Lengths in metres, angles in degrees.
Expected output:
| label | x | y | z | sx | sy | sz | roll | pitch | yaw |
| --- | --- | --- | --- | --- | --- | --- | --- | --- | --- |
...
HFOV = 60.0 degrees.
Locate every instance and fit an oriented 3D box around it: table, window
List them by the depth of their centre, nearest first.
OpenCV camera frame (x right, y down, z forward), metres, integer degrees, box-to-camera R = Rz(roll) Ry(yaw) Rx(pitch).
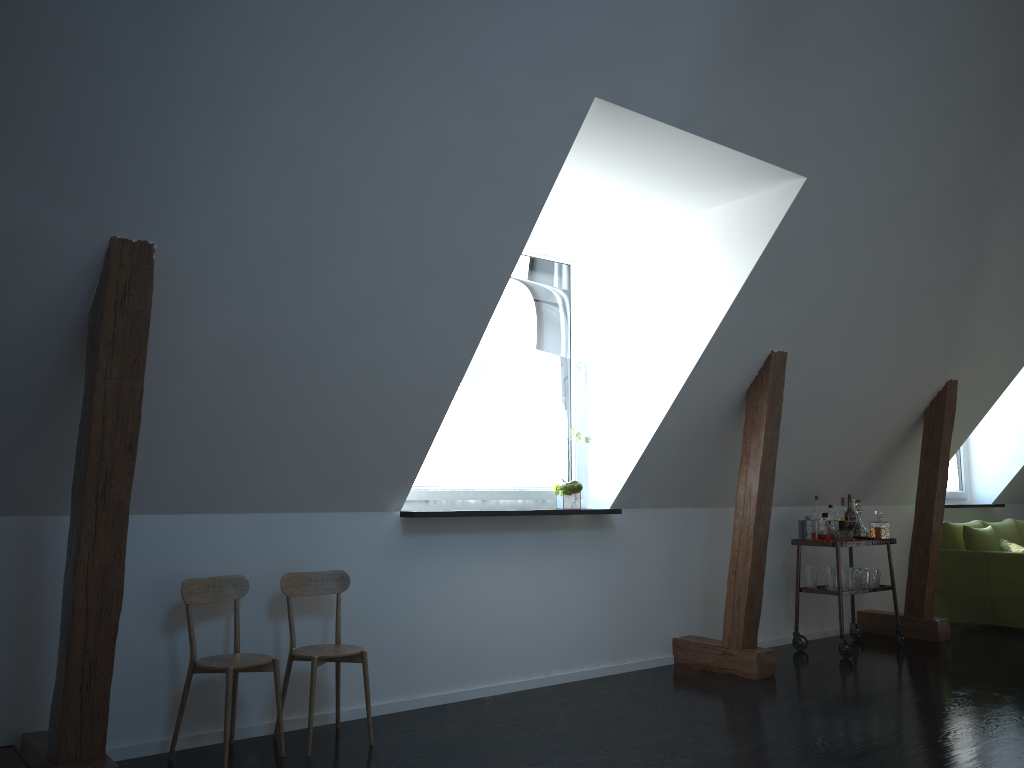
| label | x | y | z | sx | sy | sz | roll | pitch | yaw |
| --- | --- | --- | --- | --- | --- | --- | --- | --- | --- |
| table | -0.969 | 0.974 | 1.440 | 0.471 | 0.492 | 0.962 | 6 | -9 | -38 |
| window | 3.087 | -1.540 | 4.064 | 8.018 | 4.249 | 5.959 | 6 | -9 | -38 |

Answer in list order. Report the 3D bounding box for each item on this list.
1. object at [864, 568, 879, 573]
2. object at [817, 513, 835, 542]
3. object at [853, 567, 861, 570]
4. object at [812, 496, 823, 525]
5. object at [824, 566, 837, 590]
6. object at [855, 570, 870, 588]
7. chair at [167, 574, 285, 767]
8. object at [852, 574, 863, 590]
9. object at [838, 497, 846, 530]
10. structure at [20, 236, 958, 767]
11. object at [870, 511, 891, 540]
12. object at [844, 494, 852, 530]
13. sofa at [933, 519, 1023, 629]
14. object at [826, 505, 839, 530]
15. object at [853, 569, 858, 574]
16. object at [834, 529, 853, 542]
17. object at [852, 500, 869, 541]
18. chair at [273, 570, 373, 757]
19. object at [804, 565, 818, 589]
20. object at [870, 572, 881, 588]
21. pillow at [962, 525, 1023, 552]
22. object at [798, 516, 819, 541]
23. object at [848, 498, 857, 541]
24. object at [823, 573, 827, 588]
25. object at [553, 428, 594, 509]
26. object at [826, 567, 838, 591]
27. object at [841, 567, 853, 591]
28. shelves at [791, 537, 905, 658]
| label | x | y | z | sx | sy | sz | roll | pitch | yaw |
| --- | --- | --- | --- | --- | --- | --- | --- | --- | --- |
| object | 2.522 | 1.354 | 6.214 | 0.095 | 0.119 | 0.095 | -2 | -7 | 13 |
| object | 2.088 | 0.961 | 5.903 | 0.087 | 0.206 | 0.087 | 2 | -7 | -13 |
| object | 2.439 | 1.366 | 6.313 | 0.095 | 0.119 | 0.095 | -2 | -7 | 13 |
| object | 2.102 | 0.930 | 6.102 | 0.073 | 0.320 | 0.073 | -6 | -9 | 42 |
| object | 2.146 | 1.304 | 5.960 | 0.087 | 0.155 | 0.087 | -3 | -8 | 24 |
| object | 2.403 | 1.336 | 6.068 | 0.095 | 0.119 | 0.095 | -2 | -7 | 13 |
| chair | -1.122 | 1.131 | 3.539 | 0.342 | 0.696 | 0.329 | -5 | -9 | 34 |
| object | 2.323 | 1.337 | 5.996 | 0.092 | 0.099 | 0.092 | -4 | -8 | 29 |
| object | 2.387 | 0.971 | 6.375 | 0.081 | 0.308 | 0.081 | -7 | -10 | 43 |
| structure | 1.461 | 0.765 | 5.586 | 12.350 | 1.963 | 1.023 | 6 | -9 | -38 |
| object | 2.583 | 0.999 | 6.222 | 0.101 | 0.211 | 0.101 | 3 | -8 | -23 |
| object | 2.381 | 0.942 | 6.238 | 0.080 | 0.329 | 0.080 | -6 | -9 | 42 |
| sofa | 4.449 | 1.565 | 7.478 | 2.093 | 0.825 | 0.898 | 6 | -9 | -39 |
| object | 2.247 | 0.980 | 6.242 | 0.099 | 0.257 | 0.067 | 5 | -8 | -33 |
| object | 2.368 | 1.351 | 6.191 | 0.095 | 0.119 | 0.095 | -2 | -7 | 13 |
| object | 2.215 | 1.029 | 5.988 | 0.151 | 0.092 | 0.245 | 1 | -7 | -9 |
| object | 2.360 | 0.935 | 6.030 | 0.114 | 0.292 | 0.114 | -3 | -8 | 23 |
| chair | -0.794 | 1.161 | 3.773 | 0.329 | 0.696 | 0.342 | 5 | -9 | -37 |
| object | 2.025 | 1.308 | 5.994 | 0.087 | 0.155 | 0.087 | -3 | -8 | 24 |
| object | 2.493 | 1.351 | 6.107 | 0.092 | 0.099 | 0.092 | -4 | -8 | 29 |
| pillow | 3.911 | 1.302 | 6.949 | 0.475 | 0.387 | 0.600 | 6 | -9 | -41 |
| object | 2.014 | 0.989 | 6.012 | 0.135 | 0.182 | 0.052 | 0 | -7 | -1 |
| object | 2.372 | 0.944 | 6.149 | 0.081 | 0.307 | 0.081 | 5 | -8 | -32 |
| object | 2.177 | 1.346 | 6.066 | 0.092 | 0.099 | 0.092 | -4 | -8 | 29 |
| object | 0.352 | 0.482 | 5.061 | 0.131 | 0.461 | 0.309 | 3 | -8 | -20 |
| object | 2.123 | 1.293 | 5.866 | 0.087 | 0.155 | 0.087 | -3 | -8 | 24 |
| object | 2.221 | 1.296 | 5.888 | 0.087 | 0.155 | 0.087 | -3 | -8 | 24 |
| shelves | 2.298 | 1.434 | 6.081 | 0.803 | 0.732 | 0.438 | 7 | -10 | -42 |
